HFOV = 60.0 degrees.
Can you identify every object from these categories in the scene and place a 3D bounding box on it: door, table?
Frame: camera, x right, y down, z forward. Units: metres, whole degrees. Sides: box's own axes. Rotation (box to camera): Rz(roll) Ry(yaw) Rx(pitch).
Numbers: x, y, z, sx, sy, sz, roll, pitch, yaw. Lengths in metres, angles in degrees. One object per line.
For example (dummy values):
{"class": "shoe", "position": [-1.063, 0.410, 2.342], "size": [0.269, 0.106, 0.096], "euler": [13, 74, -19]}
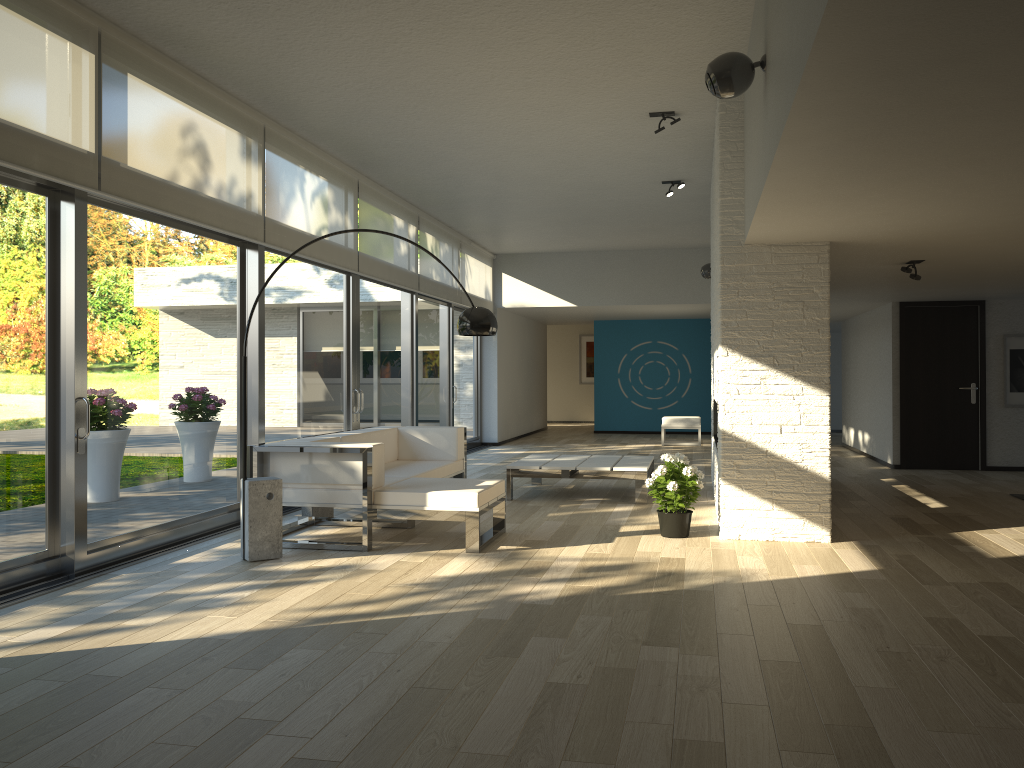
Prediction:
{"class": "door", "position": [4.971, 0.015, 10.257], "size": [0.920, 1.947, 0.108], "euler": [0, 0, 12]}
{"class": "table", "position": [0.674, 0.865, 8.239], "size": [1.220, 0.305, 1.220], "euler": [0, 0, 12]}
{"class": "door", "position": [-0.294, -0.009, 10.112], "size": [19.440, 2.374, 22.947], "euler": [0, 0, 12]}

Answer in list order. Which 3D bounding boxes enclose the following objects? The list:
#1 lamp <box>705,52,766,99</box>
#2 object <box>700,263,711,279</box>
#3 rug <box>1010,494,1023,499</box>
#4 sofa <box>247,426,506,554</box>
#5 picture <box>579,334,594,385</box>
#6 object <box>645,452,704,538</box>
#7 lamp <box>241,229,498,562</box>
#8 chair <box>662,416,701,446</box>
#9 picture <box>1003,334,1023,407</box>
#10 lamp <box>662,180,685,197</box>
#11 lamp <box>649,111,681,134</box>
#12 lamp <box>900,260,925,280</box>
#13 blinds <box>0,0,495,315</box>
{"class": "lamp", "position": [1.030, -1.394, 3.999], "size": [0.315, 0.203, 0.201], "euler": [0, 0, 12]}
{"class": "object", "position": [2.565, -1.441, 11.308], "size": [0.315, 0.203, 0.201], "euler": [0, 0, 12]}
{"class": "rug", "position": [4.784, 1.003, 6.968], "size": [0.979, 0.011, 1.999], "euler": [0, 0, 12]}
{"class": "sofa", "position": [-0.729, 0.706, 6.676], "size": [1.545, 0.654, 2.404], "euler": [0, 0, 12]}
{"class": "picture", "position": [2.274, -0.583, 21.005], "size": [1.378, 1.191, 0.017], "euler": [0, 0, 12]}
{"class": "object", "position": [1.110, 0.750, 6.016], "size": [0.405, 0.571, 0.430], "euler": [0, 0, 34]}
{"class": "lamp", "position": [-0.838, 0.020, 5.689], "size": [1.753, 2.024, 0.282], "euler": [0, 0, -36]}
{"class": "chair", "position": [2.735, 0.756, 14.305], "size": [0.611, 0.442, 0.610], "euler": [0, 0, 12]}
{"class": "picture", "position": [6.071, -0.150, 10.002], "size": [0.958, 0.828, 0.017], "euler": [0, 0, 12]}
{"class": "lamp", "position": [1.627, -1.966, 8.928], "size": [0.234, 0.153, 0.135], "euler": [0, 0, 12]}
{"class": "lamp", "position": [1.150, -1.951, 6.657], "size": [0.234, 0.153, 0.135], "euler": [0, 0, 12]}
{"class": "lamp", "position": [3.065, -0.862, 6.791], "size": [0.135, 0.153, 0.234], "euler": [0, 0, 12]}
{"class": "blinds", "position": [-1.476, -1.536, 8.483], "size": [0.056, 0.984, 11.529], "euler": [0, 0, 12]}
